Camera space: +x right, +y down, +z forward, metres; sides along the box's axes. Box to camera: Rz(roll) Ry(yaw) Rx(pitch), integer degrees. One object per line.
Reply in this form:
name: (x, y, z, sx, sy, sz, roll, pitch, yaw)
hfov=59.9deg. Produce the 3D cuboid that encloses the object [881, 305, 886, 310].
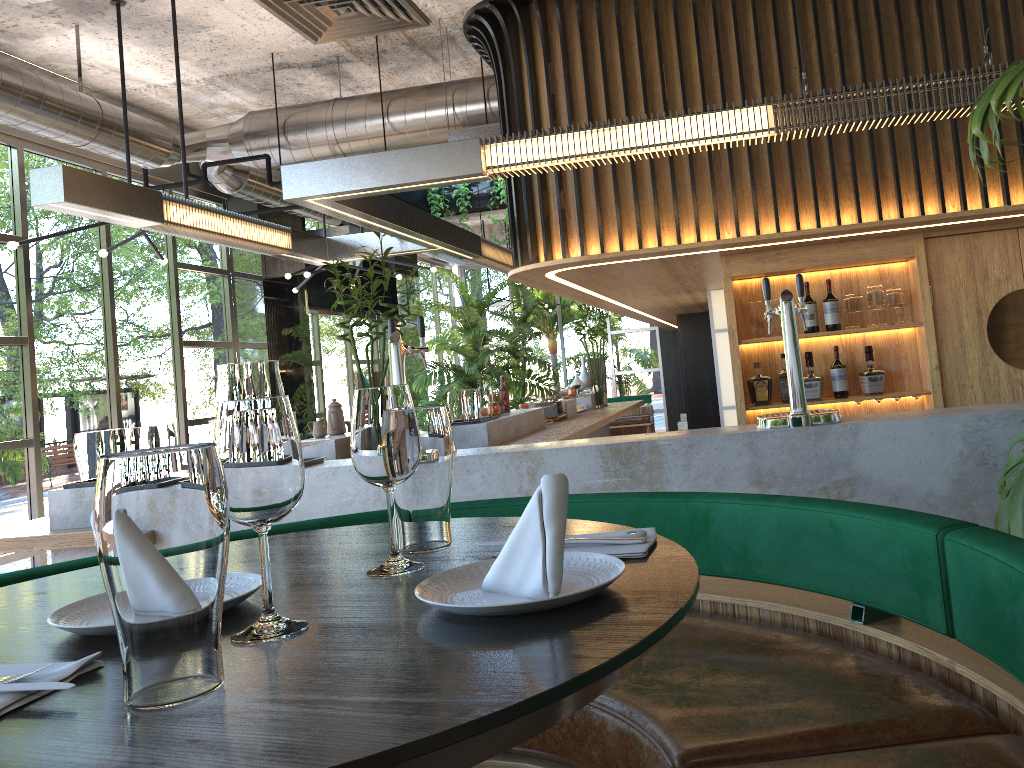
object: (2.073, -0.465, 5.036, 0.089, 0.092, 0.089, -5, -2, 1)

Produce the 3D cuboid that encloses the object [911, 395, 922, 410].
object: (2.250, 0.183, 4.908, 0.088, 0.245, 0.097, -8, -4, 40)

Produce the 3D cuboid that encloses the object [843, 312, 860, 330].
object: (1.910, -0.355, 4.987, 0.089, 0.092, 0.089, -6, -2, 3)

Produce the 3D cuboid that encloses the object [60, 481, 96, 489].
object: (-1.510, 0.375, 3.535, 0.430, 0.019, 0.277, -5, 1, 11)

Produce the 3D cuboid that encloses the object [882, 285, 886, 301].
object: (2.068, -0.513, 5.039, 0.088, 0.092, 0.090, -6, -2, 8)

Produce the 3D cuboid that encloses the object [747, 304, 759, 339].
object: (1.419, -0.368, 5.169, 0.111, 0.210, 0.100, -3, -4, -43)

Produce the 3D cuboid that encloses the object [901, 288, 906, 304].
object: (2.192, -0.497, 5.057, 0.088, 0.092, 0.090, -6, -2, 9)

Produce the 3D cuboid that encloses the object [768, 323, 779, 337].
object: (1.530, -0.378, 5.139, 0.111, 0.210, 0.100, -3, -4, -43)

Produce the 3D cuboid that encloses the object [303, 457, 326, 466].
object: (-0.979, 0.323, 3.446, 0.430, 0.019, 0.277, -5, 1, 11)

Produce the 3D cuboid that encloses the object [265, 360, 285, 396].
object: (-0.957, 0.013, 3.509, 0.106, 0.210, 0.104, -5, -3, -3)

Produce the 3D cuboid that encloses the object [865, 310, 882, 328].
object: (2.034, -0.367, 4.993, 0.089, 0.092, 0.089, -6, -2, 3)

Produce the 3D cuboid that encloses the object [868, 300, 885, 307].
object: (2.025, -0.481, 4.946, 0.087, 0.092, 0.091, -6, -2, 15)

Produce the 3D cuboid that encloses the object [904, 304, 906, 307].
object: (2.194, -0.477, 5.055, 0.090, 0.092, 0.088, -5, -2, -5)

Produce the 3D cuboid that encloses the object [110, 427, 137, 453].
object: (-1.529, 0.281, 3.515, 0.101, 0.210, 0.109, -7, -3, 27)

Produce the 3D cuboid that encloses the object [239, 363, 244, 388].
object: (-1.072, 0.024, 3.518, 0.106, 0.210, 0.104, -5, -3, -3)

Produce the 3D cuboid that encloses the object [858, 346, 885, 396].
object: (2.036, -0.077, 5.035, 0.124, 0.280, 0.123, -5, -3, 1)

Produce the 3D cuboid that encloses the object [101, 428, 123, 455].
object: (-1.619, 0.289, 3.590, 0.101, 0.210, 0.109, -7, -3, 27)

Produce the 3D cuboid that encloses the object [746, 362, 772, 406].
object: (1.420, -0.002, 5.098, 0.152, 0.249, 0.093, -5, -3, -1)

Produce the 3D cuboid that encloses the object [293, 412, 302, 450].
object: (-0.883, 0.216, 3.486, 0.106, 0.210, 0.104, -5, -3, -3)

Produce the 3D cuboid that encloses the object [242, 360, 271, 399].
object: (-0.980, 0.016, 3.397, 0.106, 0.210, 0.104, -5, -3, -3)

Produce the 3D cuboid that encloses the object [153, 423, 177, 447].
object: (-1.397, 0.268, 3.557, 0.104, 0.210, 0.106, -6, -3, 7)

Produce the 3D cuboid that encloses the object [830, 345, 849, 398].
object: (1.853, -0.070, 5.038, 0.090, 0.299, 0.082, -4, -4, -29)

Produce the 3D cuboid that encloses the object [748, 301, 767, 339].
object: (1.396, -0.364, 5.058, 0.111, 0.210, 0.100, -3, -4, -43)

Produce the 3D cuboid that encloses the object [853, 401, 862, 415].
object: (1.947, 0.212, 4.957, 0.088, 0.245, 0.097, -8, -4, 40)

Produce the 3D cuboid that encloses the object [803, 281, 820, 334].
object: (1.695, -0.435, 5.060, 0.090, 0.300, 0.082, -4, -4, -29)

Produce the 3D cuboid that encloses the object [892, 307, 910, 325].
object: (2.160, -0.379, 4.921, 0.084, 0.092, 0.093, -7, -2, 36)

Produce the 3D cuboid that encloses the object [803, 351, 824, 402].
object: (1.698, -0.044, 5.040, 0.119, 0.280, 0.128, -7, -3, 26)

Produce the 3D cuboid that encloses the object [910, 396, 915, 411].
object: (2.280, 0.179, 5.023, 0.095, 0.245, 0.089, -4, -3, -16)

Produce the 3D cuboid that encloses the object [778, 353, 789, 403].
object: (1.567, -0.034, 5.076, 0.082, 0.283, 0.084, -6, -3, 12)

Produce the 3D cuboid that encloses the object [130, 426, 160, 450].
object: (-1.419, 0.271, 3.443, 0.104, 0.210, 0.106, -6, -3, 7)

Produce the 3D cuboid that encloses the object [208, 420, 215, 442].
object: (-1.122, 0.240, 3.423, 0.104, 0.210, 0.106, -6, -3, 7)

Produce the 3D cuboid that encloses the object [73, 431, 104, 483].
object: (-1.658, 0.294, 3.485, 0.101, 0.210, 0.109, -7, -3, 27)

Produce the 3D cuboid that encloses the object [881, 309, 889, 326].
object: (2.100, -0.374, 5.059, 0.086, 0.092, 0.092, -6, -2, 23)

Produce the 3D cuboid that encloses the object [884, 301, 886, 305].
object: (2.071, -0.487, 5.037, 0.089, 0.092, 0.089, -5, -2, 1)

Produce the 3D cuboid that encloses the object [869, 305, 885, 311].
object: (0.701, -0.097, 2.143, 0.102, 0.503, 6.296, -7, 0, 26)

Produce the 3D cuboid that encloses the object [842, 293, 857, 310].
object: (1.939, -0.472, 5.089, 0.093, 0.092, 0.084, -4, -2, -42)

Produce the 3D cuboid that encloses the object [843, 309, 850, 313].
object: (1.940, -0.452, 5.087, 0.087, 0.092, 0.091, -6, -2, 15)

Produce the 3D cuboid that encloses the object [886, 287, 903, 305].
object: (2.133, -0.490, 4.954, 0.087, 0.092, 0.091, -6, -2, 15)

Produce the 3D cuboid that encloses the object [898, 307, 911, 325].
object: (2.224, -0.386, 5.050, 0.084, 0.092, 0.093, -7, -2, 36)

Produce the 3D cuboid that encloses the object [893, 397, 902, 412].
object: (2.150, 0.193, 4.925, 0.088, 0.245, 0.097, -8, -4, 40)

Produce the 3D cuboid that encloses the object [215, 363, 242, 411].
object: (-1.091, 0.027, 3.427, 0.106, 0.210, 0.104, -5, -3, -3)

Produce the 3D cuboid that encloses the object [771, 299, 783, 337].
object: (1.511, -0.375, 5.049, 0.111, 0.210, 0.100, -3, -4, -43)

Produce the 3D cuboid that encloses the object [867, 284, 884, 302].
object: (2.023, -0.508, 4.948, 0.087, 0.092, 0.091, -6, -2, 15)

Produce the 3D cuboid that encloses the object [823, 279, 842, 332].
object: (1.803, -0.445, 5.018, 0.090, 0.299, 0.082, -4, -4, -29)

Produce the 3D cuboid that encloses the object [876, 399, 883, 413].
object: (2.054, 0.202, 4.940, 0.088, 0.245, 0.097, -8, -4, 40)

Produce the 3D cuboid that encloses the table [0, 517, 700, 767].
table: (-0.293, 0.640, 1.040, 1.107, 0.752, 1.091, -5, -1, -2)

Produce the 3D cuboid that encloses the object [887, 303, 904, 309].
object: (0.622, -0.083, 1.456, 0.102, 0.503, 7.712, -7, 0, 24)
